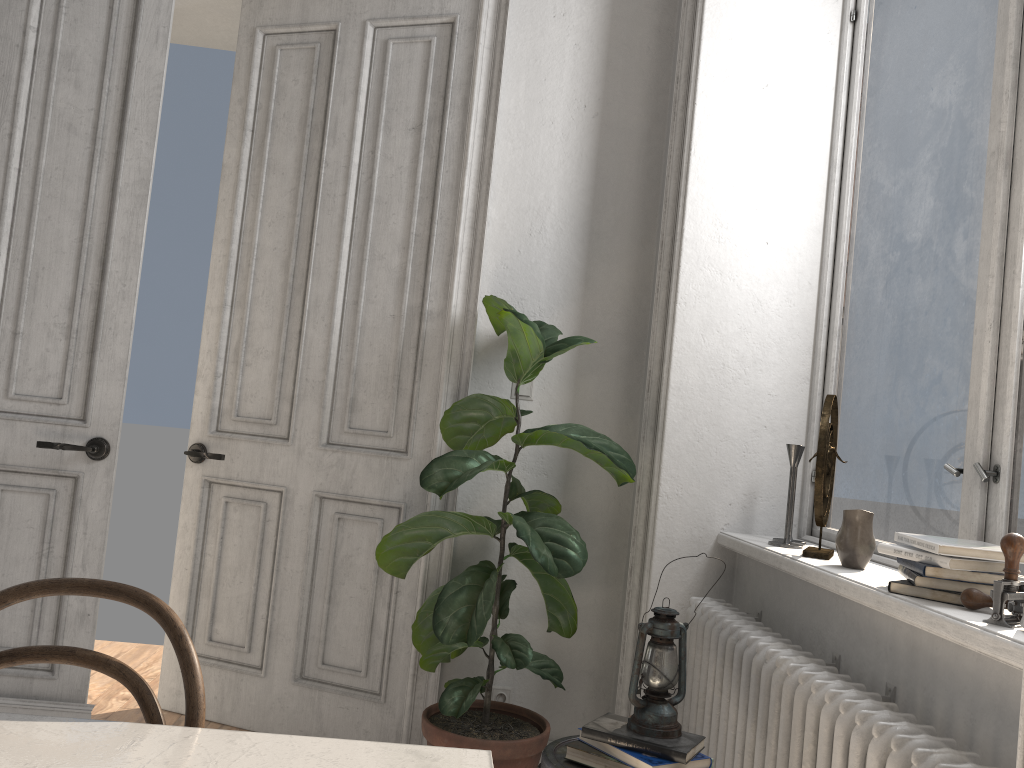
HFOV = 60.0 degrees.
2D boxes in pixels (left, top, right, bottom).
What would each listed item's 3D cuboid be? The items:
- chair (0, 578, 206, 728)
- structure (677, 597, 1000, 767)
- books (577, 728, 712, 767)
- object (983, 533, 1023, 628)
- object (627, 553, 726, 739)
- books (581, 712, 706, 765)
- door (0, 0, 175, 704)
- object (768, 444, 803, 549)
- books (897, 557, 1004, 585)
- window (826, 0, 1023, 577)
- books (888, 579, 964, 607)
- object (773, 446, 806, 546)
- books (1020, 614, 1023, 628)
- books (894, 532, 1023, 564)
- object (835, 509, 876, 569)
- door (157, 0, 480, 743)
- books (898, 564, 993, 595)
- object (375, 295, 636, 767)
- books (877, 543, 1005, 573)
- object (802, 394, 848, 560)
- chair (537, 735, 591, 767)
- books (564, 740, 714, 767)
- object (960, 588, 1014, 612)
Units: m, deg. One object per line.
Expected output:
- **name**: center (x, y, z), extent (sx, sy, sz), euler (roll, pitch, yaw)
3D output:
- **chair**: center (-0.618, 0.706, 0.922), extent (0.438, 0.920, 0.549), euler (6, -3, 4)
- **structure**: center (0.886, -0.972, 0.185), extent (0.340, 4.472, 5.184), euler (6, -3, -4)
- **books**: center (0.269, 0.748, 1.822), extent (0.163, 0.029, 0.232), euler (8, -4, -33)
- **object**: center (0.837, 0.326, 1.488), extent (0.088, 0.153, 0.048), euler (8, -4, -34)
- **object**: center (0.322, 0.526, 1.824), extent (0.154, 0.383, 0.163), euler (8, -4, -30)
- **books**: center (0.272, 0.725, 1.822), extent (0.221, 0.027, 0.147), euler (4, -4, 28)
- **door**: center (-1.857, -0.247, 3.058), extent (1.097, 2.813, 0.216), euler (6, -3, -3)
- **object**: center (0.787, 0.315, 2.512), extent (0.095, 0.288, 0.095), euler (5, -3, 19)
- **books**: center (0.865, 0.366, 1.756), extent (0.147, 0.023, 0.221), euler (5, -4, 12)
- **window**: center (1.175, -1.009, 2.003), extent (0.013, 2.842, 1.623), euler (6, -3, -4)
- **books**: center (0.864, 0.411, 1.763), extent (0.147, 0.023, 0.221), euler (2, -5, 45)
- **object**: center (0.835, 0.328, 2.632), extent (0.095, 0.288, 0.095), euler (4, -3, 28)
- **books**: center (0.915, 0.306, 1.406), extent (0.155, 0.194, 0.105), euler (6, -3, -5)
- **books**: center (0.879, 0.320, 1.738), extent (0.174, 0.019, 0.244), euler (6, -3, 6)
- **object**: center (0.825, 0.369, 2.128), extent (0.102, 0.142, 0.100), euler (8, -4, -29)
- **door**: center (-0.716, -0.115, 3.304), extent (1.096, 2.813, 0.216), euler (5, -3, 21)
- **books**: center (0.864, 0.388, 1.757), extent (0.155, 0.022, 0.205), euler (5, -4, 16)
- **object**: center (-0.064, 0.253, 0.189), extent (0.792, 1.841, 5.830), euler (6, -3, 1)
- **books**: center (0.855, 0.344, 1.754), extent (0.155, 0.020, 0.205), euler (7, -4, -14)
- **object**: center (0.828, 0.240, 2.327), extent (0.087, 0.425, 0.348), euler (4, -4, 28)
- **chair**: center (0.200, 1.044, 1.833), extent (0.360, 0.522, 0.364), euler (8, -4, -30)
- **books**: center (0.262, 0.774, 1.833), extent (0.246, 0.034, 0.194), euler (3, -4, 36)
- **object**: center (0.881, 0.388, 1.574), extent (0.153, 0.048, 0.088), euler (3, -4, 36)
